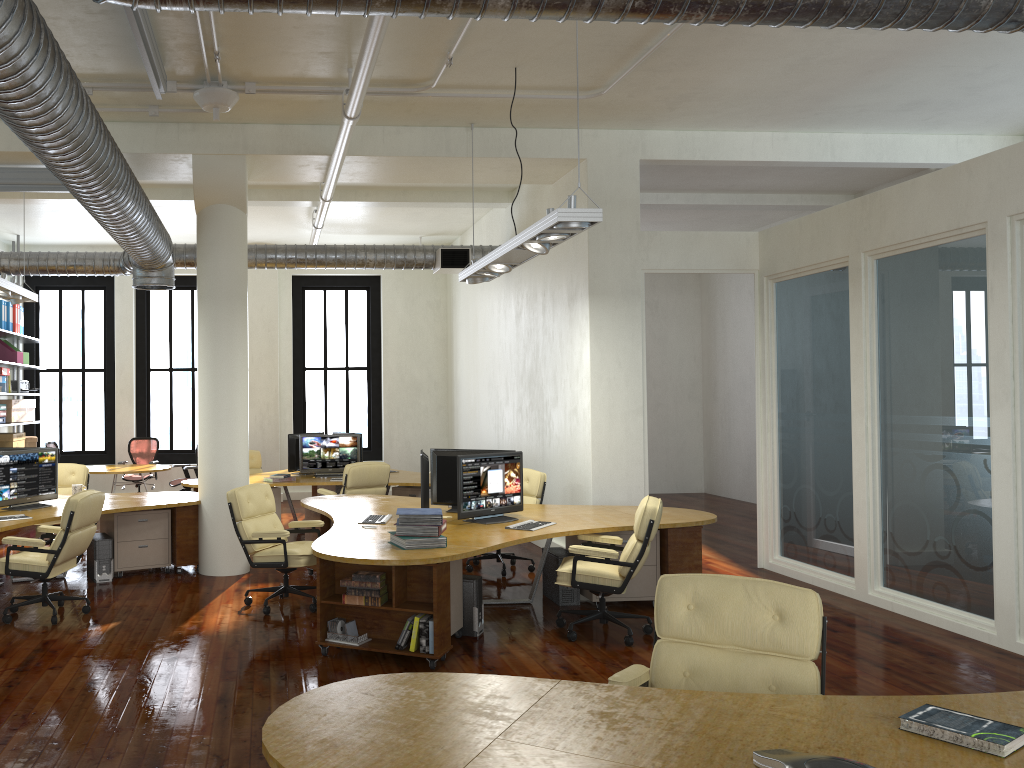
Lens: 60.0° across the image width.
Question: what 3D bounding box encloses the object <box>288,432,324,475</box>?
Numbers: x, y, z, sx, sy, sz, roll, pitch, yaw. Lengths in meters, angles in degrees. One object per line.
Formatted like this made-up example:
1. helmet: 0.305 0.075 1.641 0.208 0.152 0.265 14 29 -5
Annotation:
1. object: -2.814 0.946 12.127 0.317 0.552 0.737 -1 -1 28

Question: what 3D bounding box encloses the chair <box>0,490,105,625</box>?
1. chair: -3.776 1.381 7.243 0.789 1.021 0.711 -1 -1 0

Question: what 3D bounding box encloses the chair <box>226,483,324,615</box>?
1. chair: -1.956 1.369 7.521 0.837 1.021 0.667 -1 -1 20

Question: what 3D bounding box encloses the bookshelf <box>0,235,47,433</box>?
1. bookshelf: -7.739 -0.109 13.365 0.634 4.603 3.718 0 -1 -15

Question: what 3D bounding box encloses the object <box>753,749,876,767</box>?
1. object: 0.791 0.983 2.221 0.497 0.093 0.451 0 -1 -14

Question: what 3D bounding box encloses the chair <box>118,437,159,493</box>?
1. chair: -5.991 1.450 14.333 0.730 1.158 0.757 -1 -1 -2

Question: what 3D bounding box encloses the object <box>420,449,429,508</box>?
1. object: -0.768 0.853 7.554 0.291 0.552 0.806 -1 -1 -5

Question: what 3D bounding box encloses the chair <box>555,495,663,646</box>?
1. chair: 0.702 1.329 6.528 0.826 1.021 0.676 -1 -1 15

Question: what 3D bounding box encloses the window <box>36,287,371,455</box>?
1. window: 4.401 0.426 0.128 67.324 14.082 50.389 0 -1 -26

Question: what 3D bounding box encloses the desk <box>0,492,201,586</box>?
1. desk: -5.295 1.558 8.809 3.818 0.734 3.549 -1 -1 28

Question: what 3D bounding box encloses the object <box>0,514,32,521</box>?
1. object: -4.383 1.155 7.602 0.429 0.016 0.252 0 -1 -45

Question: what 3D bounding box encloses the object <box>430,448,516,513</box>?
1. object: -0.349 0.855 7.853 0.877 0.552 0.267 -1 -1 27

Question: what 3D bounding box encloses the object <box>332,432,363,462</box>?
1. object: -2.252 0.942 12.146 0.265 0.552 0.883 0 -1 -37

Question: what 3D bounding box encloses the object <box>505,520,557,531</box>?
1. object: 0.150 1.104 6.935 0.250 0.016 0.434 -1 -1 28

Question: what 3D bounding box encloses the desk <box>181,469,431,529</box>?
1. desk: -2.407 1.589 12.269 3.874 0.734 3.525 0 -1 -4

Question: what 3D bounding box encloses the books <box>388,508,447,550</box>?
1. books: -0.658 0.993 6.113 0.421 0.227 0.454 -1 -1 1

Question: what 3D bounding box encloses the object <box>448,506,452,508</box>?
1. object: -0.325 1.128 8.165 0.511 0.016 0.213 -1 -1 22

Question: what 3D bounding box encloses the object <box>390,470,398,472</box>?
1. object: -1.786 1.210 12.384 0.210 0.016 0.516 0 -1 -32

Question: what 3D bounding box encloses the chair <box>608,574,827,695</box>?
1. chair: 0.775 1.276 3.312 0.782 1.021 0.711 -1 -1 30

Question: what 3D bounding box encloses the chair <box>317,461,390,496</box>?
1. chair: -1.893 1.417 10.538 0.649 1.021 0.856 0 -1 -41

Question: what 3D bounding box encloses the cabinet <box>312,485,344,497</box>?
1. cabinet: -2.582 1.626 13.312 0.879 0.709 0.898 -1 -1 -5

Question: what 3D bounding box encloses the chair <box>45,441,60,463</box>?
1. chair: -6.702 1.442 13.427 0.752 1.158 0.734 -1 -1 -6

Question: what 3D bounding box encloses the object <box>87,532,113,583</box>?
1. object: -4.082 1.714 8.785 0.166 0.411 0.520 0 -1 -33

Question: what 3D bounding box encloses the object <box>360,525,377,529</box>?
1. object: -1.125 1.117 6.944 0.104 0.015 0.143 0 -1 -23

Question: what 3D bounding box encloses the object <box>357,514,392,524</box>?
1. object: -1.136 1.122 7.377 0.234 0.016 0.466 -1 -1 1

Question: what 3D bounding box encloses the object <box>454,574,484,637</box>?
1. object: -0.467 1.647 6.660 0.515 0.411 0.167 -1 -1 23

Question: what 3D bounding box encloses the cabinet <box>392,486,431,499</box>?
1. cabinet: -0.963 1.576 11.131 0.964 0.709 0.814 -1 -1 25

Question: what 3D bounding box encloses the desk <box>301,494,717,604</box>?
1. desk: -0.695 1.501 7.848 3.522 0.734 3.843 0 -1 -39

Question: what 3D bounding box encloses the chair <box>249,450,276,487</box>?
1. chair: -3.781 1.471 12.762 0.653 1.021 0.852 0 -1 -36

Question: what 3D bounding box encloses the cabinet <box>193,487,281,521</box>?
1. cabinet: -3.457 1.599 11.197 0.811 0.709 0.966 0 -1 -35

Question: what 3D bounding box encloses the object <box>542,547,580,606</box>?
1. object: 0.417 1.656 7.669 0.175 0.411 0.495 0 -1 -14

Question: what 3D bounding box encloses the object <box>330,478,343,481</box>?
1. object: -2.029 1.191 11.078 0.483 0.016 0.226 -1 -1 3

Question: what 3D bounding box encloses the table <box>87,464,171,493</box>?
1. table: -5.882 1.638 13.367 1.574 0.745 1.393 -1 -1 16

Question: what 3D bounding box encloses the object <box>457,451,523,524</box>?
1. object: -0.165 0.843 7.266 0.729 0.552 0.321 0 -1 -45

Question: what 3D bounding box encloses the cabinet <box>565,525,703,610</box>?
1. cabinet: 1.002 1.501 7.613 0.868 0.709 0.909 0 -1 -10

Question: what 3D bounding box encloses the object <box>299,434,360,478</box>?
1. object: -2.380 0.934 11.605 0.779 0.552 0.301 0 -1 -11

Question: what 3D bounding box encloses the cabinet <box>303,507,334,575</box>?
1. cabinet: -1.440 1.541 8.721 0.801 0.709 0.976 0 -1 -40

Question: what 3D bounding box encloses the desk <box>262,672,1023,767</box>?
1. desk: 1.634 1.386 2.031 3.202 0.734 4.233 0 -1 -34

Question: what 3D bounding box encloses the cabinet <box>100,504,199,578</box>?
1. cabinet: -3.763 1.570 9.218 0.814 0.709 0.962 0 -1 -33

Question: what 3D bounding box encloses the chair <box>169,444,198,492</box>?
1. chair: -7.372 1.412 11.236 7.168 1.158 1.040 0 -1 -41

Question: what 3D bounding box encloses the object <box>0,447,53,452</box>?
1. object: -5.015 0.914 8.944 0.820 0.552 0.286 -1 -1 4

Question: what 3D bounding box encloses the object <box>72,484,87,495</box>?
1. object: -4.588 1.130 9.384 0.119 0.131 0.130 -1 -1 30

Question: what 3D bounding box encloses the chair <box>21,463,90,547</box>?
1. chair: -5.288 1.442 10.201 0.723 1.021 0.775 -1 -1 -1

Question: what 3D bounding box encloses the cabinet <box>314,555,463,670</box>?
1. cabinet: -0.795 1.495 6.245 0.949 0.709 0.827 -1 -1 20

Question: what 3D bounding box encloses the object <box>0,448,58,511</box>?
1. object: -4.607 0.902 8.440 0.311 0.552 0.754 -1 -1 17

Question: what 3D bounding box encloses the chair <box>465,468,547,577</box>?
1. chair: -0.118 1.377 9.031 0.706 1.021 0.787 0 -1 -40
